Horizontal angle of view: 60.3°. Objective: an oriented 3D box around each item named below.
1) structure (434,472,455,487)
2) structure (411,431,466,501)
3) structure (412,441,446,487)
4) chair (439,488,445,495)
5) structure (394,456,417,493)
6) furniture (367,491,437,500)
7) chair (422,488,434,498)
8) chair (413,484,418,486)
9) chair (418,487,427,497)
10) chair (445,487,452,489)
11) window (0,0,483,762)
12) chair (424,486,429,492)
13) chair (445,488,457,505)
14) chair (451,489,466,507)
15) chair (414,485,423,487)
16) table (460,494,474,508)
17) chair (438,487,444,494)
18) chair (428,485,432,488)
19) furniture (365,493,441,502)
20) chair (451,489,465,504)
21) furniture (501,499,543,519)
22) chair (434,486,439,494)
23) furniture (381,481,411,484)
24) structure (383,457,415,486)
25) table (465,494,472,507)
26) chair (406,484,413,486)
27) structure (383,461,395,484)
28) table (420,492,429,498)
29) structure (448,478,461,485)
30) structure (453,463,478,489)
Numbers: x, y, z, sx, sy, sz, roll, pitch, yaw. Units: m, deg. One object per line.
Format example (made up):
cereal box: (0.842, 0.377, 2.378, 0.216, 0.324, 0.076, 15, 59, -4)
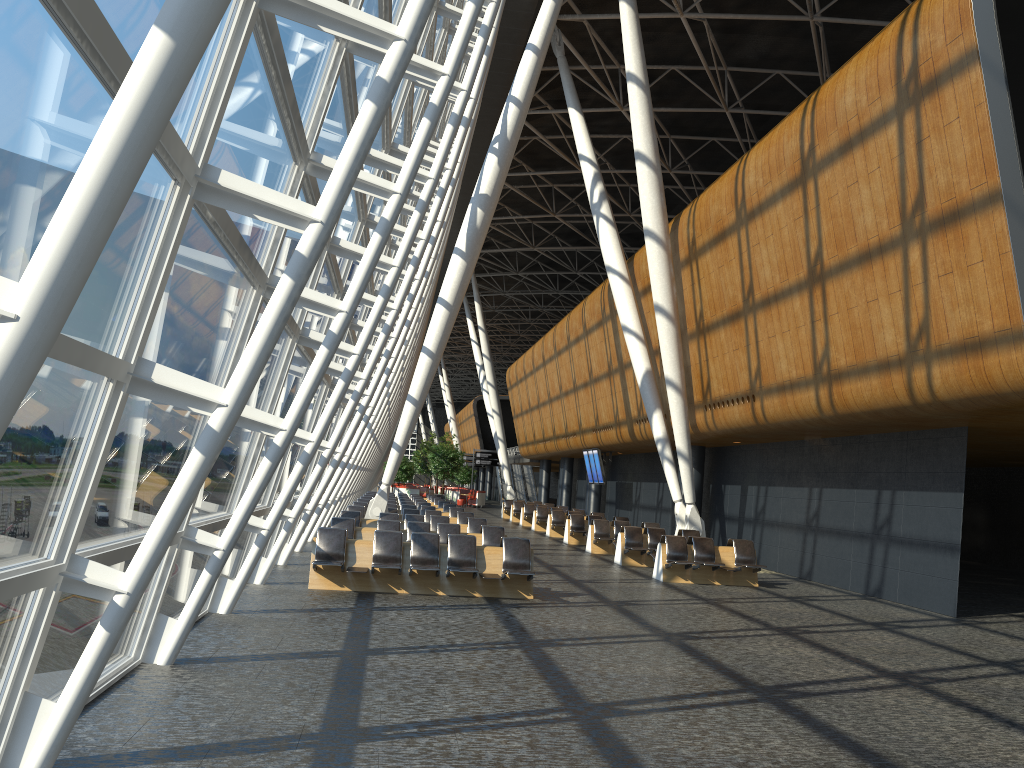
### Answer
structure: (-5.032, 7.007, 66.441, 2.278, 3.471, 2.226, 3, -2, 5)
structure: (-4.787, 5.217, 54.922, 3.098, 4.525, 5.814, 4, -4, -15)
structure: (-6.529, 6.861, 70.793, 3.088, 4.526, 5.775, 3, -4, 15)
chair: (-4.277, 7.233, 56.928, 0.659, 1.009, 0.626, 3, -2, 27)
structure: (-6.494, 5.591, 51.311, 1.776, 2.775, 1.741, 2, -2, 40)
furniture: (-4.985, 5.375, 39.858, 3.254, 0.867, 1.666, 4, -5, -8)
chair: (-5.107, 6.734, 52.891, 0.659, 1.009, 0.625, 3, -2, 17)
chair: (-7.950, 8.424, 69.803, 0.664, 1.009, 0.621, 5, -3, -43)
chair: (-5.640, 6.840, 54.159, 0.621, 1.008, 0.664, 3, -2, 17)
chair: (-4.261, 7.693, 61.078, 0.621, 1.009, 0.664, 2, -2, 37)
window: (-10.758, 2.736, 79.132, 3.723, 13.994, 166.837, 4, -6, -7)
chair: (-6.126, 7.490, 60.316, 0.659, 1.009, 0.625, 3, -2, 17)
chair: (-3.844, 7.139, 55.830, 0.621, 1.008, 0.664, 3, -2, 27)
chair: (-3.242, 6.936, 53.653, 0.621, 1.009, 0.664, 2, -2, 37)
chair: (-6.659, 7.597, 61.584, 0.621, 1.008, 0.664, 3, -2, 17)
table: (-2.714, 6.998, 52.735, 0.798, 0.749, 0.803, 3, -3, 9)
chair: (-4.863, 7.896, 63.256, 0.621, 1.008, 0.664, 3, -2, 27)
chair: (-6.126, 8.358, 68.164, 0.662, 1.009, 0.622, 4, -2, -23)
furniture: (-4.577, 5.072, 36.886, 3.254, 0.867, 1.666, 4, -5, -8)
chair: (-3.342, 7.053, 54.762, 0.659, 1.009, 0.626, 2, -2, 37)
furniture: (0.494, 5.832, 40.848, 1.898, 0.867, 1.666, 4, -5, -8)
chair: (-5.296, 7.989, 64.353, 0.659, 1.009, 0.626, 3, -2, 27)
furniture: (-11.972, 10.560, 90.749, 3.254, 0.867, 1.666, 4, -5, -8)
structure: (-6.972, 5.782, 54.176, 1.926, 2.964, 1.862, 5, -2, -34)
table: (-2.798, 7.162, 54.268, 0.798, 0.749, 0.803, 3, -3, 9)
chair: (-8.122, 8.262, 68.438, 0.625, 1.009, 0.659, 5, -3, -43)
structure: (-8.143, 6.612, 61.643, 1.800, 2.809, 1.765, 2, -2, 40)
table: (-5.017, 6.752, 51.832, 0.802, 0.749, 0.798, 6, -4, -36)
structure: (-4.492, 8.058, 73.453, 1.931, 2.991, 1.892, 2, -2, 40)
structure: (-3.403, 7.090, 63.100, 1.776, 2.775, 1.741, 2, -2, 40)
